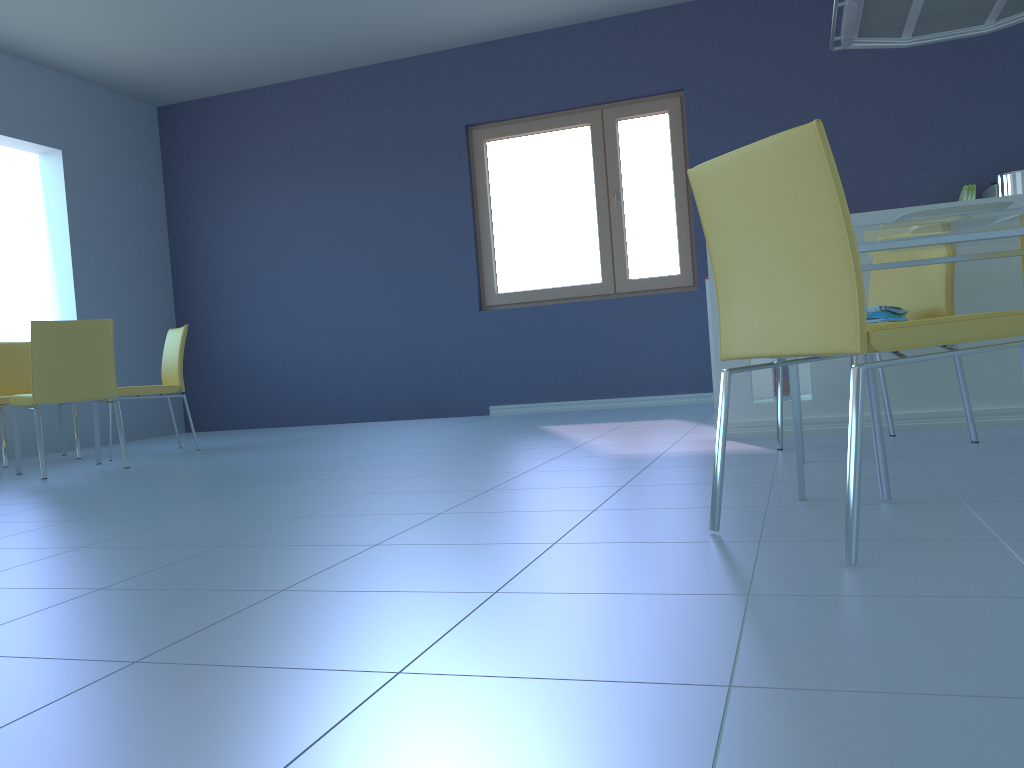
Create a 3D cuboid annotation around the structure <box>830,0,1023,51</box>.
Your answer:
[{"bbox_3d":[1.663,-1.882,3.374,0.895,0.962,0.695,-4,2,18],"label":"structure"}]

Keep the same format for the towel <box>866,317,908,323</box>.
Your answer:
[{"bbox_3d":[1.117,-0.195,2.794,0.201,0.024,0.195,-3,2,43],"label":"towel"}]

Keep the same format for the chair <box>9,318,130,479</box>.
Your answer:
[{"bbox_3d":[-2.094,0.062,4.171,0.387,0.695,0.484,-6,2,-41],"label":"chair"}]

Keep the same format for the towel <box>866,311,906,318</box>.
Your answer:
[{"bbox_3d":[1.117,-0.210,2.797,0.192,0.027,0.195,-3,2,39],"label":"towel"}]

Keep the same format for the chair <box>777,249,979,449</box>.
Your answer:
[{"bbox_3d":[1.135,-0.153,2.810,0.484,0.695,0.387,-5,2,-18],"label":"chair"}]

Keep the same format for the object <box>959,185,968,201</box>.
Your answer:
[{"bbox_3d":[2.524,-1.005,4.972,0.053,0.214,0.220,-4,2,15],"label":"object"}]

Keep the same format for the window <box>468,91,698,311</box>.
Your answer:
[{"bbox_3d":[0.445,-1.176,5.853,1.475,1.263,0.142,-4,2,18],"label":"window"}]

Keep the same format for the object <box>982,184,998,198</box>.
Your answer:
[{"bbox_3d":[2.914,-0.919,4.767,0.611,0.350,0.367,-4,2,18],"label":"object"}]

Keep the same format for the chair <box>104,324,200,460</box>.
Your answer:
[{"bbox_3d":[-2.036,0.039,4.907,0.484,0.699,0.387,-6,2,-36],"label":"chair"}]

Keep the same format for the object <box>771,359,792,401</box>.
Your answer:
[{"bbox_3d":[1.015,-0.147,3.386,0.067,0.423,0.229,-6,2,-41],"label":"object"}]

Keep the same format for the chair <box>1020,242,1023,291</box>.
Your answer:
[{"bbox_3d":[1.655,-0.184,2.452,0.387,0.695,0.484,-4,2,21],"label":"chair"}]

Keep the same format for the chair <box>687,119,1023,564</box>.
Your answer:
[{"bbox_3d":[0.630,-0.082,1.630,0.484,0.695,0.387,-5,2,-24],"label":"chair"}]

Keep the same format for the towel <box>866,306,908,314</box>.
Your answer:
[{"bbox_3d":[1.119,-0.226,2.795,0.190,0.033,0.195,-3,2,45],"label":"towel"}]

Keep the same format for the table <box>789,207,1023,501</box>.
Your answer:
[{"bbox_3d":[1.276,-0.087,2.103,1.173,0.590,0.730,-4,2,18],"label":"table"}]

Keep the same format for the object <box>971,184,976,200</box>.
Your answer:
[{"bbox_3d":[2.564,-1.008,4.962,0.053,0.214,0.220,-4,2,15],"label":"object"}]

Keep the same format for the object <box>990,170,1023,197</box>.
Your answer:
[{"bbox_3d":[1.872,-0.721,3.259,0.170,0.106,0.157,-4,2,1],"label":"object"}]

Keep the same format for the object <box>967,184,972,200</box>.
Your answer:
[{"bbox_3d":[2.544,-1.006,4.967,0.053,0.214,0.220,-4,2,15],"label":"object"}]

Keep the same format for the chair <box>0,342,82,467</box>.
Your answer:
[{"bbox_3d":[-2.733,0.088,5.043,0.387,0.695,0.484,-6,2,-36],"label":"chair"}]

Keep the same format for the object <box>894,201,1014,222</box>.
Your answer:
[{"bbox_3d":[0.965,-0.366,1.946,0.228,0.020,0.228,-4,2,15],"label":"object"}]

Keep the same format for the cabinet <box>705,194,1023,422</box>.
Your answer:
[{"bbox_3d":[1.968,-0.301,4.175,2.139,0.800,2.200,-4,2,18],"label":"cabinet"}]
